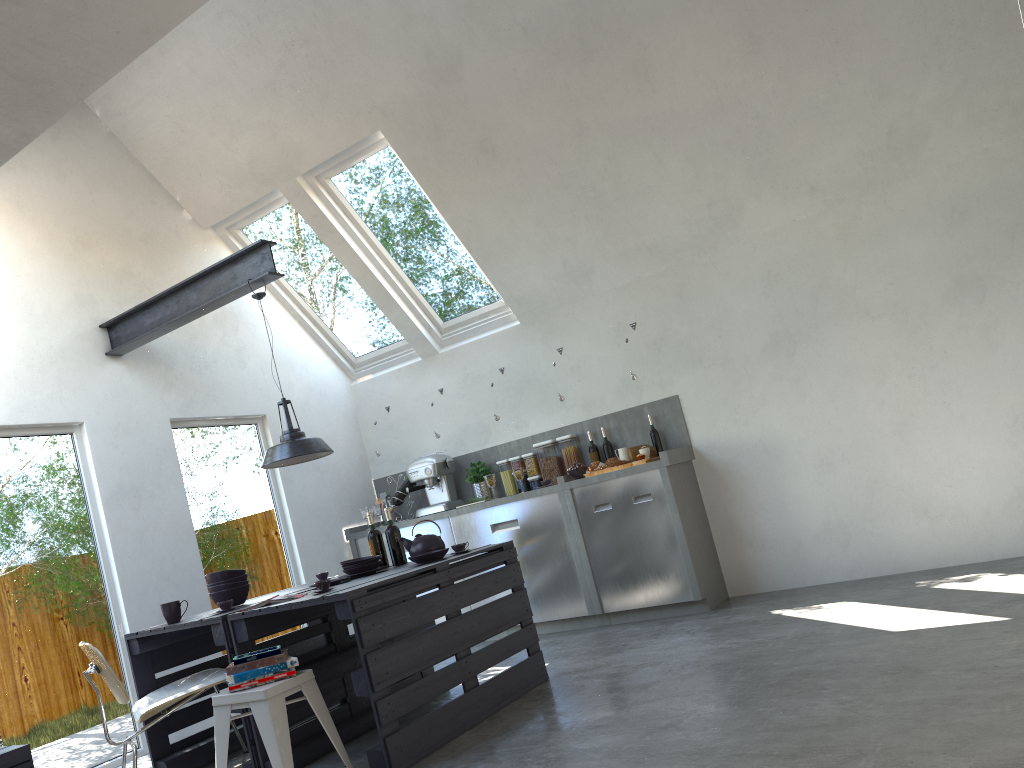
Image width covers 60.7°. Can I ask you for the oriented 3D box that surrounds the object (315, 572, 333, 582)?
[{"bbox_3d":[-1.168,1.192,5.402,0.122,0.056,0.111,-16,-7,18],"label":"object"}]

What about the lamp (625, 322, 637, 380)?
[{"bbox_3d":[0.865,-0.237,6.273,0.064,0.435,0.313,-16,-6,29],"label":"lamp"}]

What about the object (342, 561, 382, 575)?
[{"bbox_3d":[-0.838,1.042,4.908,0.221,0.047,0.239,-11,-8,-19],"label":"object"}]

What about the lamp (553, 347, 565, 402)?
[{"bbox_3d":[0.371,-0.077,6.605,0.062,0.433,0.325,-15,-6,18],"label":"lamp"}]

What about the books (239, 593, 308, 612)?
[{"bbox_3d":[-1.160,1.051,4.257,0.306,0.030,0.224,-13,-7,0],"label":"books"}]

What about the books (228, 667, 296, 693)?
[{"bbox_3d":[-1.075,1.265,3.775,0.278,0.035,0.204,-12,-8,-12],"label":"books"}]

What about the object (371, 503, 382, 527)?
[{"bbox_3d":[-1.121,1.110,7.369,0.092,0.191,0.105,-10,-6,-36],"label":"object"}]

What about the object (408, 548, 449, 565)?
[{"bbox_3d":[-0.440,0.922,4.656,0.221,0.047,0.239,-11,-8,-19],"label":"object"}]

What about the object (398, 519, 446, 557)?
[{"bbox_3d":[-0.491,0.883,4.926,0.226,0.231,0.205,-17,-7,33],"label":"object"}]

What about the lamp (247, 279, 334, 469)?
[{"bbox_3d":[-1.372,-0.086,5.093,0.460,1.091,0.405,-17,-6,31],"label":"lamp"}]

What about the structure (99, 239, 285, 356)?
[{"bbox_3d":[-2.460,-0.379,5.762,2.691,0.208,0.128,-18,-7,32],"label":"structure"}]

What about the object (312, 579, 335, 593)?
[{"bbox_3d":[-0.896,0.960,4.154,0.124,0.056,0.109,-19,-9,38],"label":"object"}]

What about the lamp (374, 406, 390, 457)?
[{"bbox_3d":[-1.126,0.409,7.594,0.064,0.435,0.313,-16,-6,29],"label":"lamp"}]

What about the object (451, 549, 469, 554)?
[{"bbox_3d":[-0.279,0.915,4.769,0.030,0.013,0.123,-20,-10,42],"label":"object"}]

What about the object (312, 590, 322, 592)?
[{"bbox_3d":[-0.933,0.987,4.161,0.026,0.013,0.141,-9,-9,-34],"label":"object"}]

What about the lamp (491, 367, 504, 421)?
[{"bbox_3d":[-0.109,0.079,6.919,0.064,0.435,0.313,-16,-6,29],"label":"lamp"}]

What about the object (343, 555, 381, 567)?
[{"bbox_3d":[-0.843,1.015,4.913,0.245,0.063,0.214,-18,-9,35],"label":"object"}]

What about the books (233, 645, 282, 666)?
[{"bbox_3d":[-1.099,1.174,3.784,0.200,0.025,0.148,-12,-8,-12],"label":"books"}]

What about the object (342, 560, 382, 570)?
[{"bbox_3d":[-0.840,1.027,4.908,0.244,0.063,0.215,-18,-9,35],"label":"object"}]

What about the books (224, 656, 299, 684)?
[{"bbox_3d":[-1.084,1.232,3.778,0.270,0.033,0.209,-9,-8,-27],"label":"books"}]

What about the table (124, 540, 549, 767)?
[{"bbox_3d":[-0.924,1.484,4.755,1.708,0.793,1.418,-17,-8,31],"label":"table"}]

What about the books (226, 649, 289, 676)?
[{"bbox_3d":[-1.097,1.202,3.783,0.251,0.032,0.178,-12,-7,-7],"label":"books"}]

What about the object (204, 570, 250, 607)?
[{"bbox_3d":[-1.557,1.126,4.815,0.206,0.213,0.201,-17,-7,32],"label":"object"}]

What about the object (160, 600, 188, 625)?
[{"bbox_3d":[-1.769,1.195,4.580,0.136,0.109,0.096,-16,-6,23],"label":"object"}]

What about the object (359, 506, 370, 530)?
[{"bbox_3d":[-1.221,1.132,7.358,0.104,0.191,0.093,-16,-5,25],"label":"object"}]

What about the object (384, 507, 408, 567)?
[{"bbox_3d":[-0.696,0.895,5.139,0.087,0.343,0.096,-12,-5,-26],"label":"object"}]

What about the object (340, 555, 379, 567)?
[{"bbox_3d":[-0.852,1.005,4.914,0.244,0.058,0.216,-18,-8,30],"label":"object"}]

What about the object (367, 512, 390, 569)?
[{"bbox_3d":[-0.811,0.931,5.205,0.087,0.343,0.096,-12,-5,-21],"label":"object"}]

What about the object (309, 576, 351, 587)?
[{"bbox_3d":[-0.973,1.067,4.691,0.251,0.019,0.220,-18,-9,35],"label":"object"}]

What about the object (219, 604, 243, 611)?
[{"bbox_3d":[-1.449,1.156,4.516,0.126,0.013,0.029,-11,-7,-20],"label":"object"}]

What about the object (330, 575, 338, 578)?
[{"bbox_3d":[-1.135,1.205,5.427,0.135,0.013,0.027,-15,-7,11],"label":"object"}]

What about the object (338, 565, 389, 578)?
[{"bbox_3d":[-0.831,1.062,4.908,0.280,0.024,0.313,-9,-8,-28],"label":"object"}]

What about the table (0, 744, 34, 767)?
[{"bbox_3d":[-2.698,1.993,3.948,0.559,0.413,0.873,-17,-8,30],"label":"table"}]

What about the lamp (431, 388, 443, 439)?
[{"bbox_3d":[-0.602,0.238,7.251,0.062,0.433,0.325,-15,-6,18],"label":"lamp"}]

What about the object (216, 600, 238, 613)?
[{"bbox_3d":[-1.464,1.137,4.478,0.122,0.056,0.111,-16,-7,18],"label":"object"}]

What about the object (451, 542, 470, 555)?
[{"bbox_3d":[-0.290,0.906,4.812,0.123,0.056,0.110,-16,-7,23],"label":"object"}]
